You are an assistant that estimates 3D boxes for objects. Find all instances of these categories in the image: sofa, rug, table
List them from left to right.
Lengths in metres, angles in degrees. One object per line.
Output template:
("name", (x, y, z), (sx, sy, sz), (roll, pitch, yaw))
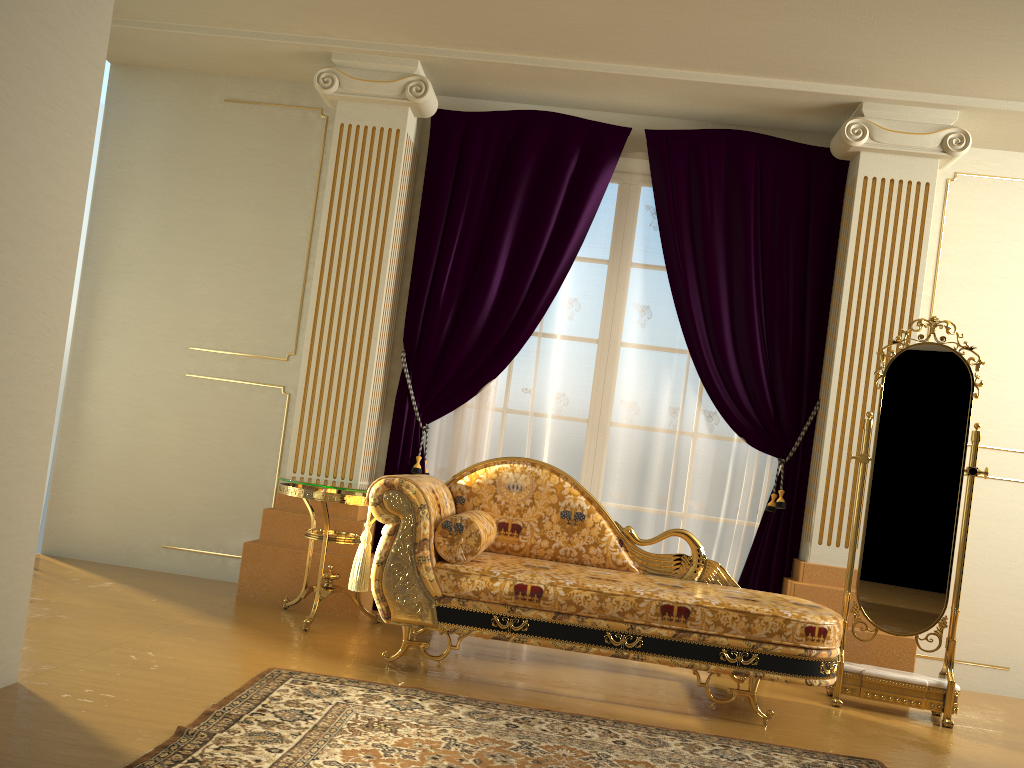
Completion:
("table", (-0.823, 0.778, 4.062), (0.574, 0.641, 0.569), (10, -4, -40))
("rug", (0.067, 0.978, 1.531), (2.115, 0.017, 3.092), (7, -5, 5))
("sofa", (0.355, 0.771, 3.565), (1.892, 0.869, 0.696), (7, -3, 5))

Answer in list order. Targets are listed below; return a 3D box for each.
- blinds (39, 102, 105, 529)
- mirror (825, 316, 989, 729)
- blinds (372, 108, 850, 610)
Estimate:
("blinds", (-2.456, -0.402, 3.769), (0.164, 2.499, 2.175), (7, -3, 8))
("mirror", (1.700, 0.548, 3.766), (0.540, 1.696, 0.244), (7, -1, 15))
("blinds", (0.480, -0.018, 4.550), (2.233, 2.647, 0.340), (7, -1, 6))
